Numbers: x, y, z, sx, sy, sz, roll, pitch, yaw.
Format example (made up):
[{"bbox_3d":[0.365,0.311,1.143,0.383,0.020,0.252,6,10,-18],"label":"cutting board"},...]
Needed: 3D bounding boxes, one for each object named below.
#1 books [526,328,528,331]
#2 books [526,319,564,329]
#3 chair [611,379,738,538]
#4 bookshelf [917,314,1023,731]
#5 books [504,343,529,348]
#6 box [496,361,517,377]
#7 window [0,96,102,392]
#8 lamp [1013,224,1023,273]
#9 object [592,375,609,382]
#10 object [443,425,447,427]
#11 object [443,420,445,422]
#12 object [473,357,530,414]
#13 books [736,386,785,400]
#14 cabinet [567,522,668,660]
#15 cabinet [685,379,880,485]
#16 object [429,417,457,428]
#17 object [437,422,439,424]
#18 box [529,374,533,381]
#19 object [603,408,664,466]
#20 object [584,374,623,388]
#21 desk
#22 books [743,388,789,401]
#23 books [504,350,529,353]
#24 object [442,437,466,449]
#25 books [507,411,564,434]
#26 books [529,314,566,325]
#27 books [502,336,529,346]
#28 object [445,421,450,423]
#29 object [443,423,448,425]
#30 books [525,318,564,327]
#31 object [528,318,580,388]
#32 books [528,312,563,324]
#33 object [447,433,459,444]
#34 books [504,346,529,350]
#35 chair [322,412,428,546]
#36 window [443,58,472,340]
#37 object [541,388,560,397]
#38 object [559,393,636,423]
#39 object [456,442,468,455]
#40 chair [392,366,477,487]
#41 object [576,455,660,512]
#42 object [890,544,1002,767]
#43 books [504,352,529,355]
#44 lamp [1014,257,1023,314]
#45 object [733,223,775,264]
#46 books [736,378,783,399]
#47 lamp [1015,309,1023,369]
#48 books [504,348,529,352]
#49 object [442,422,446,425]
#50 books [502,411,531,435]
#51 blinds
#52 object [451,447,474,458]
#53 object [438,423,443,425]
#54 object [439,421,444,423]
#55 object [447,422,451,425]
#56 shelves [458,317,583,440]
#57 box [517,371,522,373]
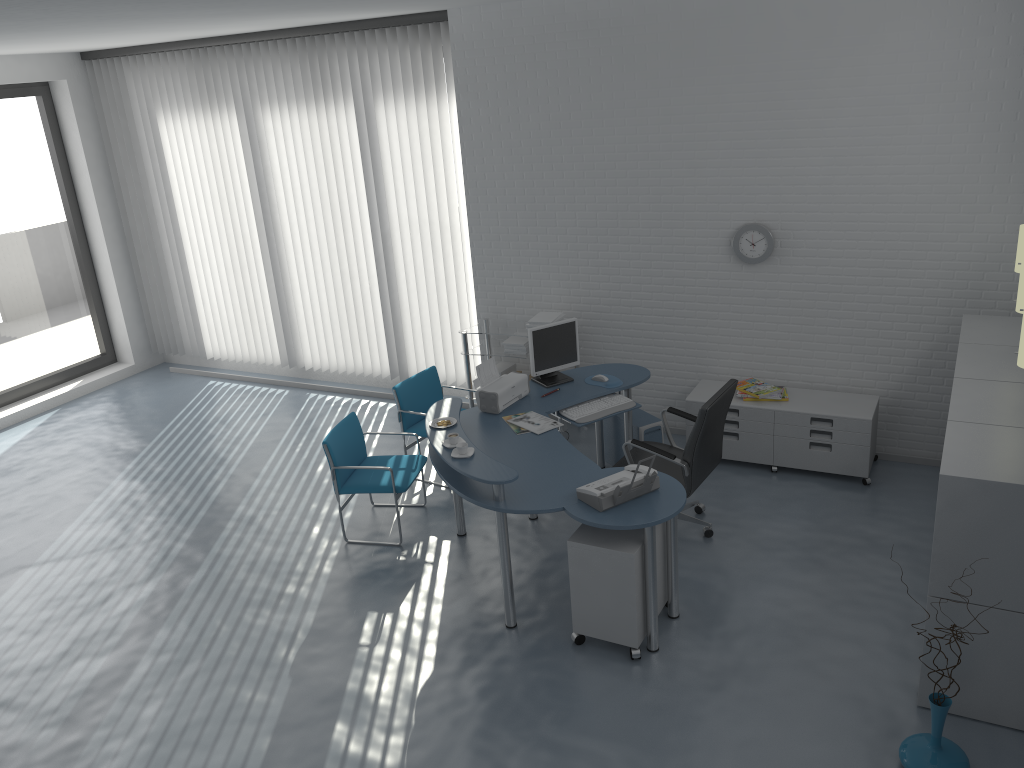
[{"bbox_3d":[0.252,-0.450,6.811,0.190,0.015,0.270,7,23,28],"label":"books"},{"bbox_3d":[0.255,-0.466,6.810,0.190,0.015,0.270,6,23,27],"label":"books"},{"bbox_3d":[0.973,0.455,5.391,0.652,0.948,0.584,8,24,32],"label":"chair"},{"bbox_3d":[2.507,0.524,4.557,0.521,1.141,2.294,6,23,27],"label":"bookshelf"},{"bbox_3d":[0.084,-0.340,6.975,0.190,0.015,0.270,7,23,28],"label":"books"},{"bbox_3d":[-0.082,-0.095,7.124,0.139,0.090,0.234,8,24,31],"label":"box"},{"bbox_3d":[-5.089,-1.050,7.825,0.008,2.691,2.824,6,23,27],"label":"window"},{"bbox_3d":[2.778,-1.458,4.599,0.120,1.786,0.120,-9,21,-11],"label":"lamp"},{"bbox_3d":[0.590,-0.043,5.939,0.115,0.035,0.054,11,25,36],"label":"object"},{"bbox_3d":[-0.381,0.236,5.044,0.027,0.005,0.025,2,21,17],"label":"object"},{"bbox_3d":[-0.395,0.215,5.103,0.025,0.005,0.027,-12,21,-18],"label":"object"},{"bbox_3d":[-0.075,-0.007,5.659,0.197,0.273,0.392,8,24,32],"label":"object"},{"bbox_3d":[1.735,0.053,6.188,0.300,0.020,0.210,4,22,22],"label":"books"},{"bbox_3d":[0.570,0.980,4.563,0.383,0.605,0.559,7,23,29],"label":"cabinet"},{"bbox_3d":[1.884,0.319,6.221,1.259,0.484,0.447,6,23,27],"label":"cabinet"},{"bbox_3d":[-0.394,0.224,5.075,0.162,0.011,0.162,-11,21,-17],"label":"object"},{"bbox_3d":[-0.418,0.224,5.084,0.025,0.005,0.027,-14,22,-23],"label":"object"},{"bbox_3d":[0.187,0.036,7.028,0.207,0.133,0.347,6,23,27],"label":"box"},{"bbox_3d":[0.865,0.411,6.293,0.199,0.422,0.471,-14,22,-24],"label":"object"},{"bbox_3d":[0.621,-0.033,5.928,0.285,0.026,0.213,13,26,39],"label":"object"},{"bbox_3d":[0.225,0.569,5.323,1.402,0.900,2.282,-3,20,4],"label":"desk"},{"bbox_3d":[1.765,0.072,6.189,0.300,0.020,0.210,0,21,13],"label":"books"},{"bbox_3d":[0.080,-0.297,6.989,0.190,0.015,0.270,4,22,23],"label":"books"},{"bbox_3d":[-0.314,0.320,4.799,0.119,0.016,0.119,-13,22,-22],"label":"object"},{"bbox_3d":[0.139,0.234,5.342,0.200,0.010,0.300,-19,25,-34],"label":"books"},{"bbox_3d":[0.272,-0.495,6.797,0.190,0.015,0.270,6,23,27],"label":"books"},{"bbox_3d":[0.061,-0.350,6.966,0.190,0.015,0.270,5,22,24],"label":"books"},{"bbox_3d":[-0.369,0.216,5.084,0.027,0.005,0.025,-10,21,-14],"label":"object"},{"bbox_3d":[-0.379,0.227,5.056,0.025,0.005,0.027,3,22,19],"label":"object"},{"bbox_3d":[0.251,-0.477,6.799,0.190,0.015,0.270,7,23,29],"label":"books"},{"bbox_3d":[0.257,-0.217,5.944,0.365,0.417,0.212,-15,23,-26],"label":"object"},{"bbox_3d":[0.257,-0.507,6.789,0.190,0.015,0.270,4,22,22],"label":"books"},{"bbox_3d":[-0.314,0.295,4.797,0.062,0.049,0.078,2,21,18],"label":"object"},{"bbox_3d":[0.083,-0.323,6.973,0.190,0.015,0.270,6,23,26],"label":"books"},{"bbox_3d":[-0.867,0.600,5.770,0.543,0.707,0.542,0,21,13],"label":"chair"},{"bbox_3d":[-1.587,-1.647,8.374,3.635,2.562,0.008,6,23,27],"label":"window"},{"bbox_3d":[0.250,0.058,5.784,0.178,0.013,0.013,-23,27,-40],"label":"object"},{"bbox_3d":[0.545,0.146,5.656,0.478,0.028,0.276,-16,23,-28],"label":"object"},{"bbox_3d":[-0.255,0.340,4.664,0.078,0.049,0.062,-21,26,-37],"label":"object"},{"bbox_3d":[-0.499,0.298,6.500,0.543,0.707,0.542,8,24,31],"label":"chair"},{"bbox_3d":[0.552,0.420,4.354,0.405,0.280,0.399,-17,23,-29],"label":"object"},{"bbox_3d":[1.646,1.121,3.404,0.312,0.972,0.357,-3,20,4],"label":"object"},{"bbox_3d":[0.081,-0.283,6.994,0.190,0.015,0.270,6,23,26],"label":"books"},{"bbox_3d":[2.412,-1.183,3.943,0.120,1.786,0.120,-9,21,-11],"label":"lamp"},{"bbox_3d":[1.657,-0.964,6.085,0.279,0.277,0.041,6,23,27],"label":"object"},{"bbox_3d":[1.705,0.028,6.205,0.210,0.020,0.300,-14,22,-24],"label":"books"},{"bbox_3d":[2.045,-0.909,3.286,0.120,1.786,0.120,-9,21,-11],"label":"lamp"},{"bbox_3d":[0.087,-0.311,6.983,0.190,0.015,0.270,6,23,27],"label":"books"},{"bbox_3d":[-0.385,0.226,5.073,0.025,0.005,0.027,0,21,13],"label":"object"},{"bbox_3d":[0.079,0.234,5.363,0.200,0.005,0.300,-11,21,-15],"label":"books"},{"bbox_3d":[-2.156,-1.545,8.138,4.001,2.955,0.158,6,23,27],"label":"blinds"},{"bbox_3d":[-0.259,0.364,4.668,0.119,0.016,0.119,-2,20,7],"label":"object"},{"bbox_3d":[-0.409,0.230,5.054,0.027,0.005,0.025,-2,20,8],"label":"object"},{"bbox_3d":[-0.401,0.219,5.081,0.025,0.005,0.027,8,24,31],"label":"object"},{"bbox_3d":[-0.358,0.226,5.067,0.025,0.005,0.027,-6,20,-4],"label":"object"},{"bbox_3d":[0.093,-0.041,7.076,0.896,0.848,0.441,6,23,28],"label":"shelves"},{"bbox_3d":[-0.074,0.009,7.162,0.207,0.133,0.347,4,22,23],"label":"box"}]
